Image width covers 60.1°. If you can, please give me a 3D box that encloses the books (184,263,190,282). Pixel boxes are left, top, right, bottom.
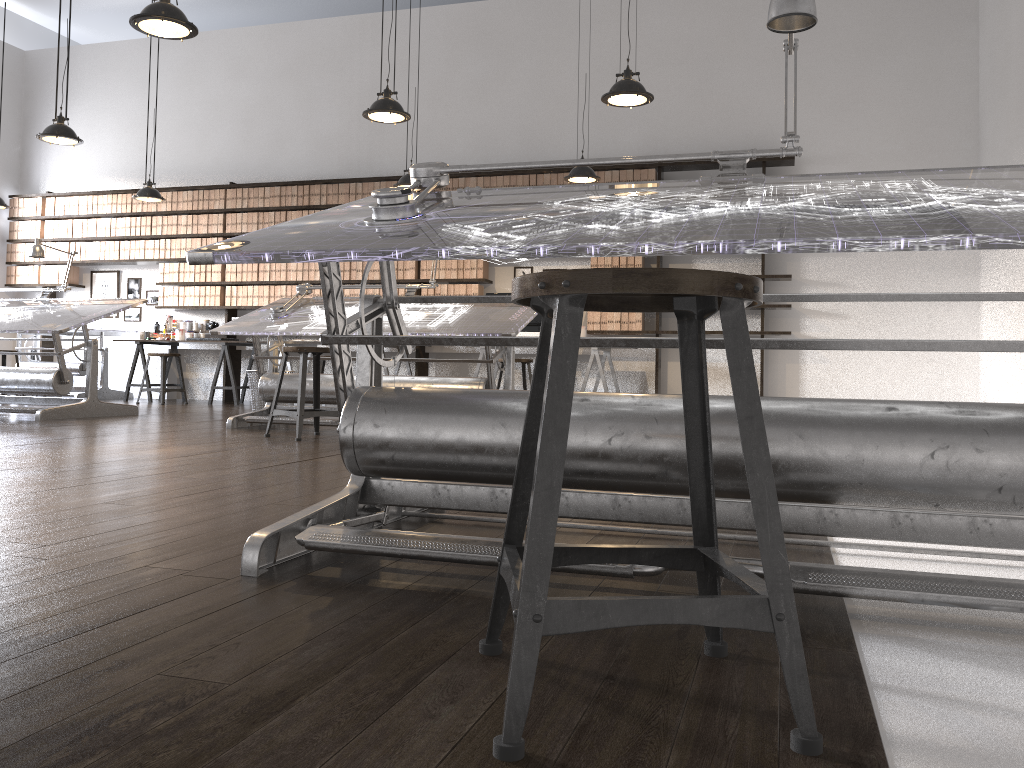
[{"bbox_3d":[-3.666,-1.265,10.137,0.067,0.226,0.174,1,-1,17],"label":"books"}]

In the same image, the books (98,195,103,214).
[{"bbox_3d":[-4.836,-2.118,10.536,0.067,0.226,0.174,1,-1,17],"label":"books"}]

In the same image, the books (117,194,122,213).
[{"bbox_3d":[-4.571,-2.111,10.451,0.067,0.226,0.174,1,-1,17],"label":"books"}]

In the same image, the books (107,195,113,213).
[{"bbox_3d":[-4.702,-2.114,10.487,0.067,0.226,0.174,1,-1,17],"label":"books"}]

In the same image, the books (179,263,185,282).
[{"bbox_3d":[-3.734,-1.267,10.158,0.067,0.226,0.174,1,-1,17],"label":"books"}]

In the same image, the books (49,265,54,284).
[{"bbox_3d":[-5.491,-1.310,10.698,0.067,0.226,0.174,1,-1,17],"label":"books"}]

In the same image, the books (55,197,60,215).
[{"bbox_3d":[-5.431,-2.132,10.719,0.067,0.226,0.174,1,-1,17],"label":"books"}]

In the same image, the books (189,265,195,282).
[{"bbox_3d":[-3.600,-1.263,10.112,0.067,0.226,0.174,1,-1,17],"label":"books"}]

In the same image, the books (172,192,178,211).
[{"bbox_3d":[-3.838,-2.093,10.226,0.067,0.226,0.174,1,-1,17],"label":"books"}]

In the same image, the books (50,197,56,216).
[{"bbox_3d":[-5.504,-2.134,10.736,0.067,0.226,0.174,1,-1,17],"label":"books"}]

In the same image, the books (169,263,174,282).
[{"bbox_3d":[-3.863,-1.270,10.196,0.067,0.226,0.174,1,-1,17],"label":"books"}]

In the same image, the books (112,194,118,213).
[{"bbox_3d":[-4.633,-2.112,10.466,0.067,0.226,0.174,1,-1,17],"label":"books"}]

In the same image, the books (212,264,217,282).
[{"bbox_3d":[-3.316,-1.257,10.027,0.067,0.226,0.174,1,-1,17],"label":"books"}]

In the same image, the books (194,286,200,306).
[{"bbox_3d":[-3.529,-0.991,10.076,0.067,0.226,0.174,1,-1,17],"label":"books"}]

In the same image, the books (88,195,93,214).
[{"bbox_3d":[-4.971,-2.121,10.572,0.067,0.226,0.174,1,-1,17],"label":"books"}]

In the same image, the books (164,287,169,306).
[{"bbox_3d":[-3.927,-1.000,10.204,0.067,0.226,0.174,1,-1,17],"label":"books"}]

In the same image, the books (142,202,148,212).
[{"bbox_3d":[-4.230,-2.103,10.348,0.067,0.226,0.174,1,-1,17],"label":"books"}]

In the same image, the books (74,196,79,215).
[{"bbox_3d":[-5.165,-2.125,10.630,0.067,0.226,0.174,1,-1,17],"label":"books"}]

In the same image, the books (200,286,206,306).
[{"bbox_3d":[-3.460,-0.989,10.055,0.067,0.226,0.174,1,-1,17],"label":"books"}]

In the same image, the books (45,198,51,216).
[{"bbox_3d":[-5.573,-2.136,10.763,0.067,0.226,0.174,1,-1,17],"label":"books"}]

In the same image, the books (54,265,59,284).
[{"bbox_3d":[-5.429,-1.308,10.674,0.067,0.226,0.174,1,-1,17],"label":"books"}]

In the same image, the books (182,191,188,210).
[{"bbox_3d":[-3.705,-2.090,10.183,0.067,0.226,0.174,1,-1,17],"label":"books"}]

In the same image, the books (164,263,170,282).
[{"bbox_3d":[-3.923,-1.271,10.213,0.067,0.226,0.174,1,-1,17],"label":"books"}]

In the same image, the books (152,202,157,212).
[{"bbox_3d":[-4.099,-2.099,10.302,0.067,0.226,0.174,1,-1,17],"label":"books"}]

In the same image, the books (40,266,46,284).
[{"bbox_3d":[-5.621,-1.313,10.735,0.067,0.226,0.174,1,-1,17],"label":"books"}]

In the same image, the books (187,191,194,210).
[{"bbox_3d":[-3.636,-2.088,10.159,0.067,0.226,0.174,1,-1,17],"label":"books"}]

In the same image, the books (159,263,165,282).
[{"bbox_3d":[-3.993,-1.273,10.233,0.067,0.226,0.174,1,-1,17],"label":"books"}]

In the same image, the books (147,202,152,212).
[{"bbox_3d":[-4.162,-2.101,10.327,0.067,0.226,0.174,1,-1,17],"label":"books"}]

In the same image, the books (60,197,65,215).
[{"bbox_3d":[-5.364,-2.130,10.693,0.067,0.226,0.174,1,-1,17],"label":"books"}]

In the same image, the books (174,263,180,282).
[{"bbox_3d":[-3.800,-1.268,10.172,0.067,0.226,0.174,1,-1,17],"label":"books"}]

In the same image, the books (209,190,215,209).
[{"bbox_3d":[-3.367,-2.081,10.083,0.067,0.226,0.174,1,-1,17],"label":"books"}]

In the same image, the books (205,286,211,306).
[{"bbox_3d":[-3.398,-0.987,10.040,0.067,0.226,0.174,1,-1,17],"label":"books"}]

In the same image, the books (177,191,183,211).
[{"bbox_3d":[-3.770,-2.091,10.207,0.067,0.226,0.174,1,-1,17],"label":"books"}]

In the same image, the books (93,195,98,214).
[{"bbox_3d":[-4.903,-2.119,10.555,0.067,0.226,0.174,1,-1,17],"label":"books"}]

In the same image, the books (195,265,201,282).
[{"bbox_3d":[-3.530,-1.262,10.096,0.067,0.226,0.174,1,-1,17],"label":"books"}]

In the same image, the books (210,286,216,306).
[{"bbox_3d":[-3.335,-0.986,10.024,0.067,0.226,0.174,1,-1,17],"label":"books"}]

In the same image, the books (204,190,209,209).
[{"bbox_3d":[-3.434,-2.083,10.102,0.067,0.226,0.174,1,-1,17],"label":"books"}]

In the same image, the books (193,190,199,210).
[{"bbox_3d":[-3.567,-2.086,10.137,0.067,0.226,0.174,1,-1,17],"label":"books"}]

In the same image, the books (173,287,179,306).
[{"bbox_3d":[-3.798,-0.997,10.161,0.067,0.226,0.174,1,-1,17],"label":"books"}]

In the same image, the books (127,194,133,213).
[{"bbox_3d":[-4.439,-2.108,10.407,0.067,0.226,0.174,1,-1,17],"label":"books"}]

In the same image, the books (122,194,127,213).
[{"bbox_3d":[-4.508,-2.109,10.434,0.067,0.226,0.174,1,-1,17],"label":"books"}]

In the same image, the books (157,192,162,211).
[{"bbox_3d":[-4.034,-2.098,10.286,0.067,0.226,0.174,1,-1,17],"label":"books"}]

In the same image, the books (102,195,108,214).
[{"bbox_3d":[-4.770,-2.116,10.512,0.067,0.226,0.174,1,-1,17],"label":"books"}]

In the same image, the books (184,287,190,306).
[{"bbox_3d":[-3.663,-0.994,10.125,0.067,0.226,0.174,1,-1,17],"label":"books"}]

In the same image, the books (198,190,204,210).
[{"bbox_3d":[-3.506,-2.085,10.123,0.067,0.226,0.174,1,-1,17],"label":"books"}]

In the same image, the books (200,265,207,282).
[{"bbox_3d":[-3.460,-1.260,10.069,0.067,0.226,0.174,1,-1,17],"label":"books"}]

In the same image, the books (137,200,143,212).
[{"bbox_3d":[-4.299,-2.104,10.365,0.067,0.226,0.174,1,-1,17],"label":"books"}]

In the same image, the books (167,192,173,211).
[{"bbox_3d":[-3.906,-2.095,10.243,0.067,0.226,0.174,1,-1,17],"label":"books"}]

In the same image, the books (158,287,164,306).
[{"bbox_3d":[-3.992,-1.002,10.219,0.067,0.226,0.174,1,-1,17],"label":"books"}]

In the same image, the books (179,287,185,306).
[{"bbox_3d":[-3.730,-0.996,10.144,0.067,0.226,0.174,1,-1,17],"label":"books"}]

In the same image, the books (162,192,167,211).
[{"bbox_3d":[-3.975,-2.096,10.266,0.067,0.226,0.174,1,-1,17],"label":"books"}]

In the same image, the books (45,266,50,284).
[{"bbox_3d":[-5.552,-1.311,10.715,0.067,0.226,0.174,1,-1,17],"label":"books"}]

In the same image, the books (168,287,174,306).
[{"bbox_3d":[-3.867,-0.999,10.184,0.067,0.226,0.174,1,-1,17],"label":"books"}]

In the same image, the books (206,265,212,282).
[{"bbox_3d":[-3.388,-1.258,10.052,0.067,0.226,0.174,1,-1,17],"label":"books"}]

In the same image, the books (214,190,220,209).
[{"bbox_3d":[-3.301,-2.080,10.059,0.067,0.226,0.174,1,-1,17],"label":"books"}]

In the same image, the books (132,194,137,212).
[{"bbox_3d":[-4.365,-2.106,10.390,0.067,0.226,0.174,1,-1,17],"label":"books"}]

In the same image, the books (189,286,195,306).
[{"bbox_3d":[-3.597,-0.992,10.101,0.067,0.226,0.174,1,-1,17],"label":"books"}]
